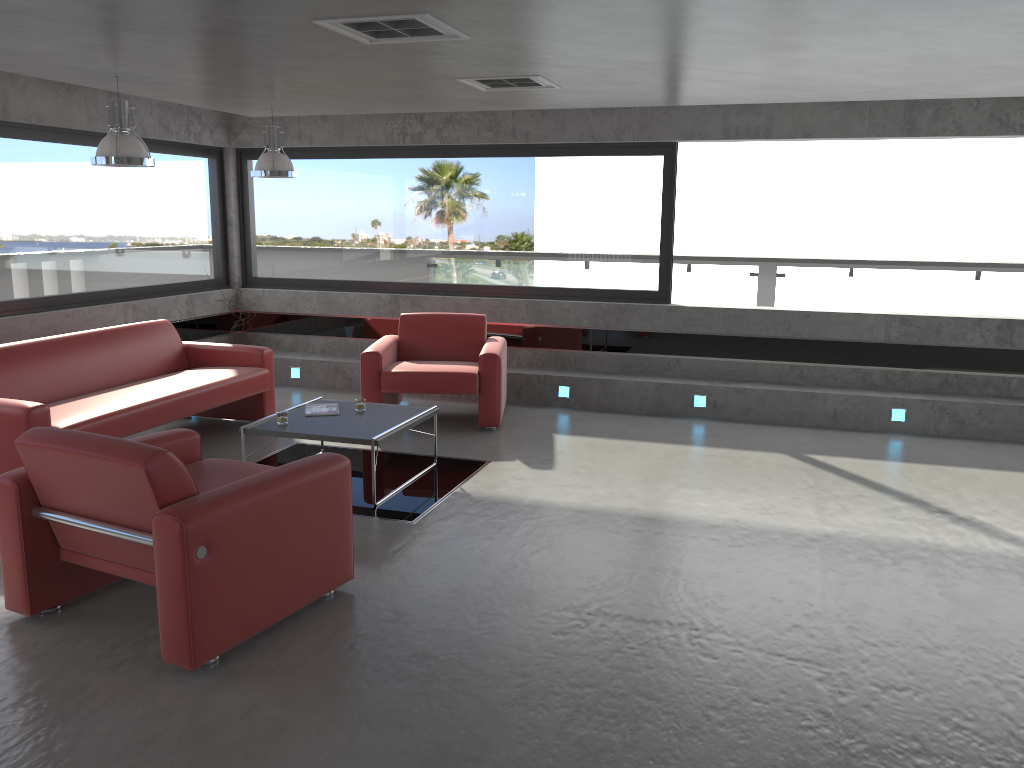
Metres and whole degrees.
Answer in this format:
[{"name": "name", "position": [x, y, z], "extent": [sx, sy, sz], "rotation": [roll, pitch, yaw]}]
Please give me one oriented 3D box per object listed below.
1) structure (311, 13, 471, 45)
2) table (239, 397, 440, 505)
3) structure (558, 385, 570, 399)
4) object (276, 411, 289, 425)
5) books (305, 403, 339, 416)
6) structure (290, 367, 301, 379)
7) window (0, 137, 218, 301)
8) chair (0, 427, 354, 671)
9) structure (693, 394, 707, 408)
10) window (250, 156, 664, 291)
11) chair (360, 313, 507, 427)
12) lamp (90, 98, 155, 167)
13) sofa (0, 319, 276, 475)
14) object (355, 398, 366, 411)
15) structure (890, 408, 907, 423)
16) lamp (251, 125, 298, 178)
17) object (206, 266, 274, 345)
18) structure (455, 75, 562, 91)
[{"name": "structure", "position": [-0.551, -1.781, 4.155], "extent": [0.563, 0.240, 0.563], "rotation": [4, 11, 17]}, {"name": "table", "position": [-1.144, 0.429, 6.081], "extent": [0.994, 0.436, 1.018], "rotation": [4, 11, 17]}, {"name": "structure", "position": [0.491, 0.074, 8.371], "extent": [0.123, 0.123, 0.004], "rotation": [4, 11, 17]}, {"name": "object", "position": [-1.513, 0.222, 5.847], "extent": [0.079, 0.077, 0.079], "rotation": [1, 11, 0]}, {"name": "books", "position": [-1.337, 0.175, 6.244], "extent": [0.228, 0.022, 0.326], "rotation": [-2, 11, -12]}, {"name": "structure", "position": [-2.251, -0.114, 9.215], "extent": [0.123, 0.123, 0.004], "rotation": [4, 11, 17]}, {"name": "window", "position": [-4.349, -1.097, 5.875], "extent": [0.003, 1.364, 7.800], "rotation": [4, 11, 17]}, {"name": "chair", "position": [-1.493, 0.553, 4.098], "extent": [1.196, 0.854, 1.130], "rotation": [6, 12, 27]}, {"name": "structure", "position": [1.697, 0.156, 7.999], "extent": [0.123, 0.123, 0.004], "rotation": [4, 11, 17]}, {"name": "window", "position": [-0.731, -1.671, 9.051], "extent": [4.583, 1.364, 0.003], "rotation": [4, 11, 17]}, {"name": "chair", "position": [-0.660, -0.154, 7.830], "extent": [1.196, 0.854, 1.130], "rotation": [1, 11, 2]}, {"name": "lamp", "position": [-2.547, -1.638, 5.776], "extent": [0.389, 0.422, 0.388], "rotation": [4, 11, 17]}, {"name": "sofa", "position": [-2.877, 0.076, 6.519], "extent": [1.120, 0.854, 2.626], "rotation": [4, 11, 17]}, {"name": "object", "position": [-1.069, 0.148, 6.256], "extent": [0.079, 0.077, 0.079], "rotation": [6, 12, 25]}, {"name": "structure", "position": [3.275, 0.264, 7.513], "extent": [0.123, 0.123, 0.004], "rotation": [4, 11, 17]}, {"name": "lamp", "position": [-2.006, -1.956, 7.463], "extent": [0.388, 0.422, 0.389], "rotation": [2, 11, 6]}, {"name": "object", "position": [-2.638, -0.496, 8.560], "extent": [0.531, 1.289, 0.466], "rotation": [7, 12, 29]}, {"name": "structure", "position": [-0.013, -2.097, 5.832], "extent": [0.563, 0.240, 0.563], "rotation": [4, 11, 17]}]
